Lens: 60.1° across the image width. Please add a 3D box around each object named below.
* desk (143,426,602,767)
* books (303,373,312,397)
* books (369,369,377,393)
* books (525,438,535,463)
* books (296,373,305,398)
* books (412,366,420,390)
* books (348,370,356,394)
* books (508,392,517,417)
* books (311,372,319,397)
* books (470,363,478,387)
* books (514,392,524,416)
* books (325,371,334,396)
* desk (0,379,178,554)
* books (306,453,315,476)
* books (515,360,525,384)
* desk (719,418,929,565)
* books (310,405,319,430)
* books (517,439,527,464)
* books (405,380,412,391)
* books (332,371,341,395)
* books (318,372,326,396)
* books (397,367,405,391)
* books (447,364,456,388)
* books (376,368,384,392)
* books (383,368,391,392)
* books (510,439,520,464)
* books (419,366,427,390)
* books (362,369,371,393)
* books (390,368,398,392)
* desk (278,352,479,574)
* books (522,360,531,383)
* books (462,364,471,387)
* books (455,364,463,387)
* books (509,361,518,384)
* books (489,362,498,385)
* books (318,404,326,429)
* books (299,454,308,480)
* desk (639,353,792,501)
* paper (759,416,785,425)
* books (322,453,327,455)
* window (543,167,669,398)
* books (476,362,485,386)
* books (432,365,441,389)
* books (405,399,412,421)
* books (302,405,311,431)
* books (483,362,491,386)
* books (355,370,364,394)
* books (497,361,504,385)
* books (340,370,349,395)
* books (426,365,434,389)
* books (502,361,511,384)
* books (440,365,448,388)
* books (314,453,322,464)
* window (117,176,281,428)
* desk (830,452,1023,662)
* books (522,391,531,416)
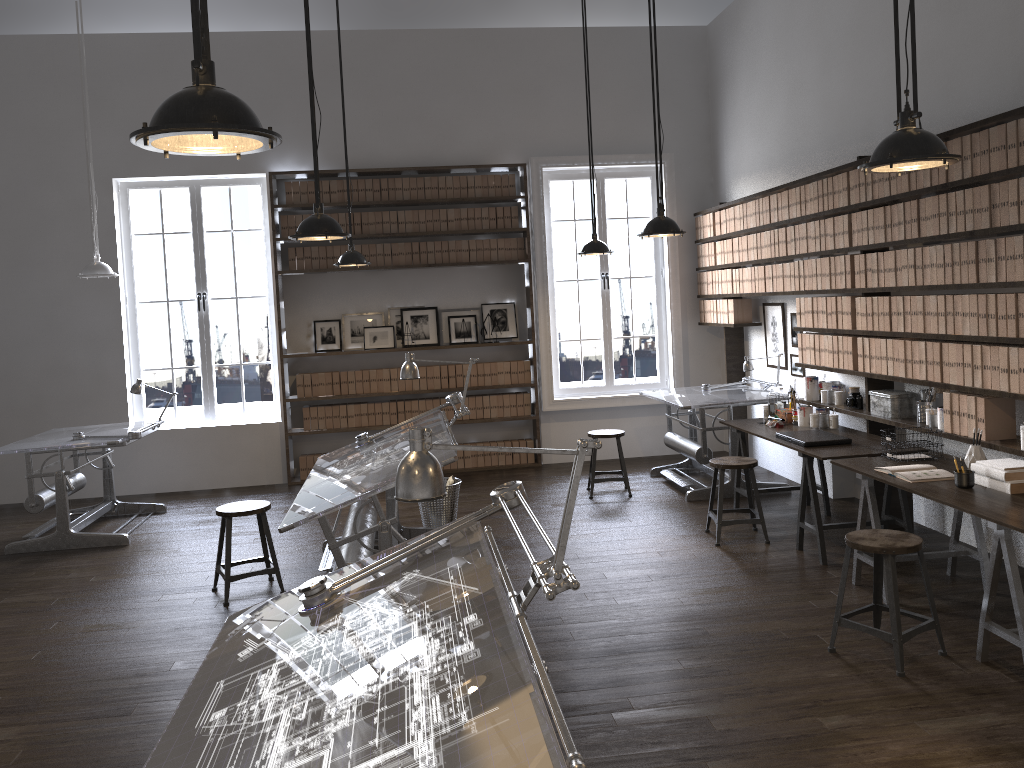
[{"bbox_3d":[-0.316,0.780,2.070,1.077,1.383,2.074,-3,4,-7],"label":"desk"},{"bbox_3d":[-1.991,0.009,8.668,0.067,0.225,0.175,-3,3,-7],"label":"books"},{"bbox_3d":[-1.367,-0.030,8.744,0.067,0.225,0.175,-3,3,-7],"label":"books"},{"bbox_3d":[0.179,0.675,8.961,0.067,0.225,0.175,-3,3,-7],"label":"books"},{"bbox_3d":[-2.064,0.013,8.663,0.067,0.225,0.175,-3,3,-7],"label":"books"},{"bbox_3d":[-0.959,-0.057,8.796,0.067,0.225,0.175,-3,3,-7],"label":"books"},{"bbox_3d":[-1.574,-0.018,8.721,0.067,0.225,0.175,-3,3,-7],"label":"books"},{"bbox_3d":[0.002,0.205,8.926,0.067,0.225,0.175,-3,3,-7],"label":"books"},{"bbox_3d":[-1.920,0.004,8.677,0.067,0.225,0.175,-3,3,-7],"label":"books"},{"bbox_3d":[-0.389,-0.093,8.868,0.067,0.225,0.175,-3,3,-7],"label":"books"},{"bbox_3d":[0.073,0.200,8.934,0.067,0.225,0.175,-3,3,-7],"label":"books"},{"bbox_3d":[-1.793,-0.004,8.699,0.067,0.225,0.175,-3,3,-7],"label":"books"},{"bbox_3d":[-3.252,0.575,7.020,1.171,1.186,1.272,-3,4,-7],"label":"desk"},{"bbox_3d":[-1.971,0.811,8.703,0.067,0.225,0.175,-3,3,-7],"label":"books"},{"bbox_3d":[0.081,-0.122,8.925,0.067,0.225,0.175,-3,3,-7],"label":"books"},{"bbox_3d":[2.019,0.664,5.960,0.656,0.668,1.673,-3,5,-7],"label":"desk"},{"bbox_3d":[-1.933,0.327,8.686,0.067,0.225,0.175,-3,3,-7],"label":"books"},{"bbox_3d":[0.103,0.680,8.955,0.067,0.225,0.175,-3,3,-7],"label":"books"},{"bbox_3d":[-1.028,-0.053,8.792,0.067,0.225,0.175,-3,3,-7],"label":"books"},{"bbox_3d":[-1.719,-0.008,8.702,0.067,0.225,0.175,-3,3,-7],"label":"books"},{"bbox_3d":[-1.858,0.000,8.689,0.067,0.225,0.175,-3,3,-7],"label":"books"},{"bbox_3d":[-1.097,-0.048,8.782,0.067,0.225,0.175,-3,3,-7],"label":"books"},{"bbox_3d":[-0.604,-0.079,8.837,0.067,0.225,0.175,-3,3,-7],"label":"books"},{"bbox_3d":[-1.301,-0.035,8.757,0.067,0.225,0.175,-3,3,-7],"label":"books"},{"bbox_3d":[-1.238,-0.039,8.763,0.067,0.225,0.175,-3,3,-7],"label":"books"},{"bbox_3d":[0.030,0.685,8.940,0.067,0.225,0.175,-3,3,-7],"label":"books"},{"bbox_3d":[-0.886,-0.061,8.802,0.067,0.225,0.175,-3,3,-7],"label":"books"},{"bbox_3d":[-1.434,-0.027,8.742,0.067,0.225,0.175,-3,3,-7],"label":"books"},{"bbox_3d":[-1.166,-0.043,8.769,0.067,0.225,0.175,-3,3,-7],"label":"books"},{"bbox_3d":[-0.723,0.494,5.396,1.077,1.383,2.286,-3,4,-7],"label":"desk"},{"bbox_3d":[0.147,-0.126,8.926,0.067,0.225,0.175,-3,3,-7],"label":"books"},{"bbox_3d":[-0.459,-0.088,8.855,0.067,0.225,0.175,-3,3,-7],"label":"books"},{"bbox_3d":[-0.530,-0.084,8.851,0.067,0.225,0.175,-3,3,-7],"label":"books"},{"bbox_3d":[0.012,-0.118,8.915,0.067,0.225,0.175,-3,3,-7],"label":"books"},{"bbox_3d":[-0.186,-0.105,8.891,0.067,0.225,0.175,-3,3,-7],"label":"books"},{"bbox_3d":[-1.862,0.322,8.698,0.067,0.225,0.175,-3,3,-7],"label":"books"},{"bbox_3d":[-2.041,0.815,8.697,0.067,0.225,0.175,-3,3,-7],"label":"books"},{"bbox_3d":[1.779,0.309,7.569,1.071,1.095,1.272,-3,4,-7],"label":"desk"},{"bbox_3d":[1.891,0.268,6.476,0.137,0.038,0.155,-5,5,-21],"label":"paper"},{"bbox_3d":[-1.830,0.802,8.718,0.067,0.225,0.175,-3,3,-7],"label":"books"},{"bbox_3d":[0.940,-1.019,8.968,1.245,2.304,0.153,-3,2,-7],"label":"window"},{"bbox_3d":[-0.319,-0.097,8.876,0.067,0.225,0.175,-3,3,-7],"label":"books"},{"bbox_3d":[-0.753,-0.070,8.822,0.067,0.225,0.175,-3,3,-7],"label":"books"},{"bbox_3d":[-1.028,0.270,8.802,0.067,0.225,0.175,-3,3,-7],"label":"books"},{"bbox_3d":[-2.005,0.332,8.677,0.067,0.225,0.175,-3,3,-7],"label":"books"},{"bbox_3d":[-0.251,-0.101,8.878,0.067,0.225,0.175,-3,3,-7],"label":"books"},{"bbox_3d":[-1.504,-0.022,8.733,0.067,0.225,0.175,-3,3,-7],"label":"books"},{"bbox_3d":[-0.123,-0.109,8.897,0.067,0.225,0.175,-3,3,-7],"label":"books"},{"bbox_3d":[-1.645,-0.014,8.717,0.067,0.225,0.175,-3,3,-7],"label":"books"},{"bbox_3d":[-0.815,-0.065,8.810,0.067,0.225,0.175,-3,3,-7],"label":"books"},{"bbox_3d":[-0.057,-0.113,8.903,0.067,0.225,0.175,-3,3,-7],"label":"books"},{"bbox_3d":[-0.678,-0.075,8.834,0.067,0.225,0.175,-3,3,-7],"label":"books"},{"bbox_3d":[-1.901,0.806,8.708,0.067,0.225,0.175,-3,3,-7],"label":"books"},{"bbox_3d":[-3.003,-0.774,8.614,1.483,2.492,0.153,-3,2,-7],"label":"window"},{"bbox_3d":[2.233,0.814,4.210,0.656,0.668,1.673,-3,5,-7],"label":"desk"},{"bbox_3d":[0.143,0.196,8.939,0.067,0.225,0.175,-3,3,-7],"label":"books"}]
